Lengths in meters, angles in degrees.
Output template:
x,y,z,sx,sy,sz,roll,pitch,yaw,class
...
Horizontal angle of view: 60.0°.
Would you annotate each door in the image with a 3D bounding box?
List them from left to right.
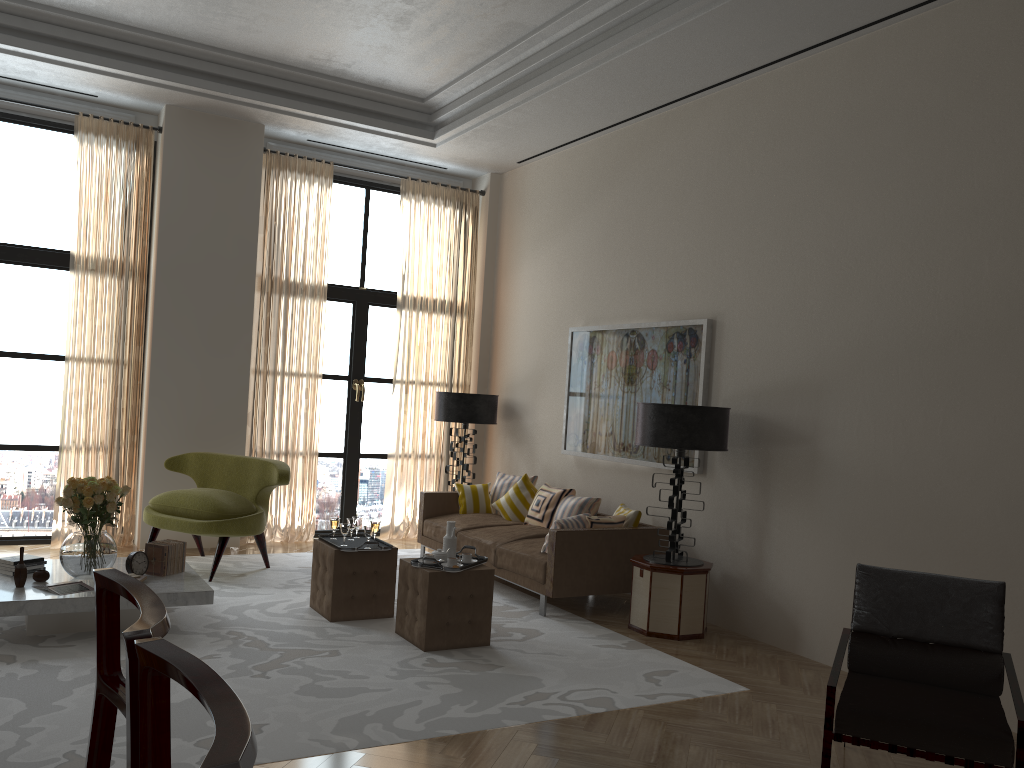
x,y,z,sx,sy,sz,roll,pitch,yaw,class
-5.745,-0.595,9.672,3.260,4.768,0.239,4,1,-30,door
-2.041,-0.322,11.835,3.088,4.768,0.239,4,1,-30,door

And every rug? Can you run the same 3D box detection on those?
x,y,z,sx,sy,sz,roll,pitch,yaw,class
-2.105,1.940,7.438,5.522,0.065,5.727,4,-1,-30,rug

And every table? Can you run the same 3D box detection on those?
x,y,z,sx,sy,sz,roll,pitch,yaw,class
-3.389,1.717,7.154,1.585,0.343,1.499,4,-1,-30,table

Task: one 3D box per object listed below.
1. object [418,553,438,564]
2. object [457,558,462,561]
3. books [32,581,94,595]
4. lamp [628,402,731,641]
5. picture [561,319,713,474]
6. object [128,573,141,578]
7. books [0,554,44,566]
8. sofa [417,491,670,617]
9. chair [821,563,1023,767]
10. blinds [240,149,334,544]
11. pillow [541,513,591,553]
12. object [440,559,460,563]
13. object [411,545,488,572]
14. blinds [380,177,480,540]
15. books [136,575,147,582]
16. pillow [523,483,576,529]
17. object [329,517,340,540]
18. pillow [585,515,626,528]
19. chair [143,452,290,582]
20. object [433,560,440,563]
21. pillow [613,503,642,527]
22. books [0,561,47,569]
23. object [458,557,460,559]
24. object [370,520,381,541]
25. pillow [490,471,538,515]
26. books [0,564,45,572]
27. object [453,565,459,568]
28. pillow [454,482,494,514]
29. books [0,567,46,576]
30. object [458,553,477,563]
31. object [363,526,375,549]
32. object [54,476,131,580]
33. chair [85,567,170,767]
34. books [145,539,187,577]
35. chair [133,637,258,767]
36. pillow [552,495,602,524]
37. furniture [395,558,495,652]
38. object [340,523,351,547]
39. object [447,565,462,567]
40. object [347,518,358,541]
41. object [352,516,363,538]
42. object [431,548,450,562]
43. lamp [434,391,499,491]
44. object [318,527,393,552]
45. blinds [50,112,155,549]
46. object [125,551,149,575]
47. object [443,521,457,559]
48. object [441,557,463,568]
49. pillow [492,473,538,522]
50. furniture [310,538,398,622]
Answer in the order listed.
x,y,z,sx,sy,sz,roll,pitch,yaw,class
-0.657,1.384,7.032,0.176,0.067,0.176,3,-1,35,object
-0.418,1.439,7.278,0.041,0.015,0.187,3,-1,11,object
-3.368,1.520,6.668,0.383,0.038,0.281,3,-1,33,books
1.471,1.196,7.947,0.830,2.019,0.829,3,0,-30,lamp
1.250,0.100,9.415,0.080,1.481,2.265,3,0,-32,picture
-3.013,1.509,6.969,0.137,0.019,0.139,3,-1,44,object
-3.922,1.404,7.077,0.207,0.030,0.260,3,-1,27,books
0.190,1.756,9.637,1.352,0.820,2.977,4,-1,-30,sofa
2.175,1.625,4.699,0.876,1.135,1.135,4,0,25,chair
-2.815,-0.396,11.123,0.960,4.875,0.419,3,1,-28,blinds
0.506,1.442,8.451,0.498,0.428,0.326,4,0,-42,pillow
-0.507,1.416,7.089,0.186,0.026,0.041,4,-1,-22,object
-0.499,1.402,7.166,0.440,0.101,0.721,3,-1,23,object
-1.110,-0.270,12.117,1.243,4.875,0.418,3,1,-28,blinds
-3.022,1.529,6.957,0.255,0.026,0.202,4,-1,-5,books
0.415,1.405,9.902,0.404,0.547,0.617,4,0,-27,pillow
-1.598,1.300,7.964,0.098,0.192,0.098,4,0,43,object
0.840,1.469,8.604,0.465,0.412,0.303,4,0,-32,pillow
-3.206,1.365,9.303,1.789,1.214,1.030,3,0,27,chair
-0.599,1.406,7.003,0.052,0.027,0.080,3,-1,17,object
1.085,1.457,8.849,0.296,0.476,0.515,4,0,-9,pillow
-3.923,1.432,7.088,0.229,0.025,0.281,3,-1,25,books
-0.452,1.436,7.289,0.049,0.026,0.053,3,-1,27,object
-1.226,1.322,7.925,0.098,0.192,0.098,4,0,-4,object
-0.022,1.370,10.763,0.623,0.576,0.356,3,0,38,pillow
-3.920,1.456,7.076,0.207,0.025,0.262,3,-1,23,books
-0.437,1.428,6.902,0.053,0.026,0.049,4,-1,-28,object
-0.443,1.404,10.693,0.483,0.433,0.317,4,0,-20,pillow
-3.924,1.486,7.088,0.207,0.035,0.281,3,-1,27,books
-0.368,1.420,7.232,0.176,0.067,0.176,4,-1,-31,object
-1.230,1.316,7.597,0.098,0.192,0.098,3,0,-30,object
-3.341,1.148,7.087,0.540,0.822,0.626,4,0,-35,object
-1.178,1.178,1.716,0.878,1.506,0.655,4,0,-30,chair
-2.902,1.450,7.416,0.210,0.264,0.282,4,0,20,books
-0.842,1.189,1.163,0.878,1.506,0.655,4,0,-30,chair
0.654,1.478,9.604,0.371,0.566,0.659,4,0,-35,pillow
-0.547,1.758,7.158,0.614,0.616,0.613,4,0,-30,furniture
-1.445,1.304,7.652,0.098,0.192,0.098,4,0,-4,object
-0.458,1.429,6.931,0.187,0.015,0.041,5,-1,-44,object
-1.442,1.310,7.971,0.098,0.192,0.098,3,0,-30,object
-1.417,1.314,8.112,0.098,0.192,0.098,4,0,17,object
-0.592,1.386,7.207,0.176,0.105,0.136,4,-1,-34,object
-0.647,1.130,11.606,0.830,2.019,0.829,3,0,-26,lamp
-1.387,1.370,7.839,0.491,0.092,0.801,4,-1,-30,object
-4.624,-0.529,10.065,0.874,4.875,0.418,3,1,-27,blinds
-3.046,1.464,7.212,0.082,0.209,0.205,4,0,21,object
-0.514,1.294,7.351,0.113,0.305,0.125,4,0,7,object
-0.471,1.407,6.996,0.176,0.067,0.176,4,-1,-29,object
0.111,1.355,10.380,0.766,0.617,0.355,4,0,14,pillow
-1.406,1.716,7.848,0.614,0.616,0.613,4,0,-30,furniture
